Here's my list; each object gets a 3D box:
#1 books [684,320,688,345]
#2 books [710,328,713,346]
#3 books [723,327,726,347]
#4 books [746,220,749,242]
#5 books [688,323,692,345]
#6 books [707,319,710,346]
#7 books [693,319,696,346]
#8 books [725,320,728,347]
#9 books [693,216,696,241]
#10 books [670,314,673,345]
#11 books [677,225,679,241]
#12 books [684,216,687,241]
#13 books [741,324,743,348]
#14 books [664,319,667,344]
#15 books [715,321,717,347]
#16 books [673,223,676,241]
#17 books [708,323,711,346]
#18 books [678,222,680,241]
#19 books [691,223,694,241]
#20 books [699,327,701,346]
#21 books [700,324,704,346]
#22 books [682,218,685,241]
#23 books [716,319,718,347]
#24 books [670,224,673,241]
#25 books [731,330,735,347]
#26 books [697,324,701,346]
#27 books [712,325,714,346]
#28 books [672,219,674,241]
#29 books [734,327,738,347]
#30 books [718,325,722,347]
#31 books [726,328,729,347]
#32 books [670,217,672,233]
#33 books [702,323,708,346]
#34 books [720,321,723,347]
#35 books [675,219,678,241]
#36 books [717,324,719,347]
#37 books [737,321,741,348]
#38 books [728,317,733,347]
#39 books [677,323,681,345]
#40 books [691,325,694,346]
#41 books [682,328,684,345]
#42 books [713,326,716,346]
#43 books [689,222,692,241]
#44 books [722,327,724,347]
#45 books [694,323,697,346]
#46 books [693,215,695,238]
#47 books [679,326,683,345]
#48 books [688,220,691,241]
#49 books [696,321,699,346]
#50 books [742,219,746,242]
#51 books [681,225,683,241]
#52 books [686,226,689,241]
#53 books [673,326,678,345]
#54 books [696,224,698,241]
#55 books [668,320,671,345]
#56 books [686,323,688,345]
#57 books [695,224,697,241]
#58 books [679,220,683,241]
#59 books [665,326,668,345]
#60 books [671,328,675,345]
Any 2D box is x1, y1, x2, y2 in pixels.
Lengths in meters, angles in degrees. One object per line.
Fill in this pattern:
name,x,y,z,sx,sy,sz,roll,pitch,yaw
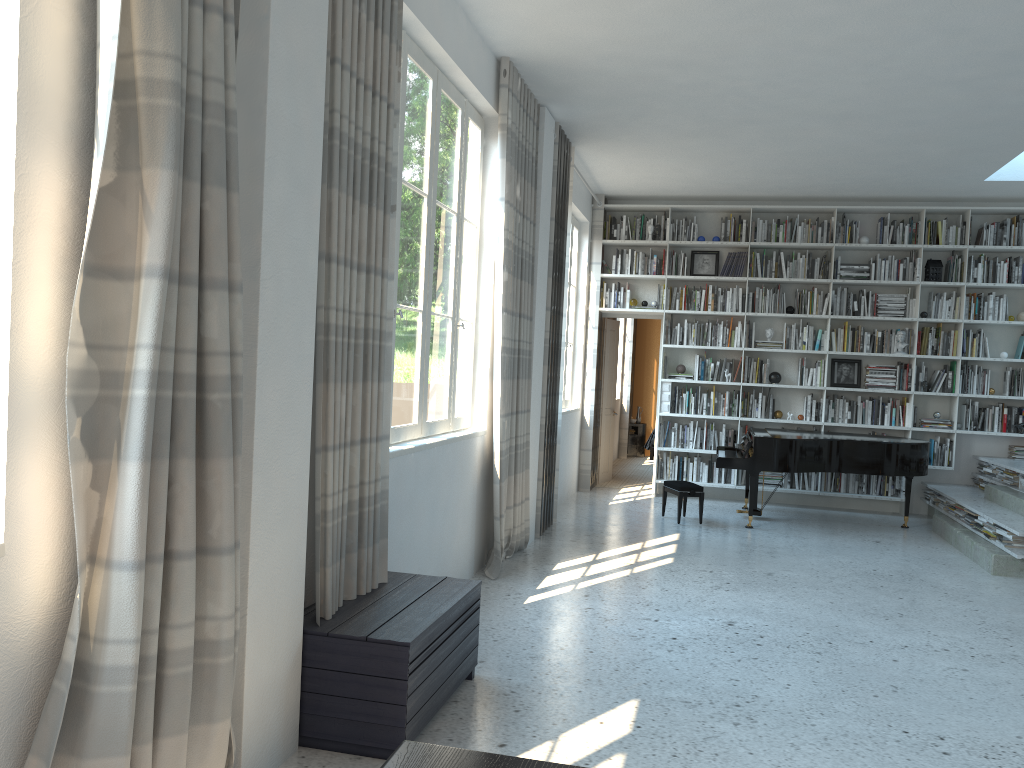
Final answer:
books,1.884,-0.554,9.625,0.023,0.281,0.174,3,2,13
books,2.154,-0.501,9.569,0.021,0.205,0.130,3,2,13
books,2.286,-0.502,9.541,0.021,0.221,0.148,3,2,13
books,2.513,-1.610,9.467,0.039,0.252,0.146,3,2,13
books,1.933,-0.532,9.630,0.049,0.243,0.139,3,2,13
books,2.117,-0.551,9.566,0.013,0.300,0.151,3,2,13
books,1.973,-0.555,9.598,0.011,0.293,0.183,3,2,13
books,2.306,-0.537,9.540,0.015,0.293,0.143,3,2,13
books,1.979,-1.659,9.598,0.015,0.293,0.130,3,2,13
books,1.733,-0.588,9.638,0.012,0.334,0.184,3,2,13
books,1.804,-1.618,9.632,0.017,0.194,0.129,3,2,13
books,1.878,-1.657,9.581,0.015,0.279,0.190,3,2,13
books,2.462,-0.511,9.499,0.036,0.257,0.123,3,2,13
books,1.678,-0.567,9.681,0.012,0.285,0.159,3,2,13
books,2.195,-0.533,9.552,0.012,0.272,0.145,3,2,13
books,1.767,-1.628,9.634,0.032,0.210,0.158,3,2,13
books,2.135,-0.528,9.573,0.021,0.256,0.156,3,2,13
books,1.816,-1.633,9.612,0.013,0.225,0.177,3,2,13
books,1.945,-1.620,9.574,0.021,0.214,0.173,3,2,13
books,2.040,-0.507,9.604,0.010,0.204,0.139,3,2,13
books,2.052,-0.525,9.582,0.023,0.242,0.184,3,2,13
books,1.859,-1.649,9.602,0.016,0.261,0.154,3,2,13
books,2.211,-0.548,9.564,0.011,0.304,0.129,3,2,13
books,1.735,-1.627,9.636,0.017,0.204,0.142,3,2,13
books,2.370,-0.479,9.515,0.030,0.183,0.151,3,2,13
books,2.018,-0.525,9.581,0.024,0.237,0.166,3,2,13
books,2.168,-0.513,9.551,0.013,0.229,0.177,3,2,13
books,1.749,-1.654,9.638,0.007,0.259,0.156,3,2,13
books,2.400,-0.497,9.508,0.031,0.223,0.144,3,2,13
books,2.240,-0.516,9.562,0.028,0.242,0.131,3,2,13
books,2.314,-0.492,9.524,0.013,0.203,0.161,3,2,13
books,1.727,-1.668,9.645,0.007,0.285,0.159,3,2,13
books,2.091,-0.531,9.591,0.048,0.256,0.141,3,2,13
books,2.255,-0.531,9.529,0.015,0.275,0.157,3,2,13
books,1.788,-1.647,9.621,0.012,0.249,0.180,3,2,13
books,2.219,-0.522,9.557,0.011,0.252,0.139,3,2,13
books,2.431,-0.527,9.505,0.027,0.286,0.148,3,2,13
books,2.341,-0.552,9.517,0.035,0.326,0.170,3,2,13
books,1.811,-0.535,9.630,0.022,0.235,0.177,3,2,13
books,1.959,-0.524,9.604,0.014,0.230,0.148,3,2,13
books,1.866,-0.509,9.653,0.021,0.188,0.129,3,2,13
books,2.183,-0.511,9.560,0.013,0.228,0.151,3,2,13
books,1.930,-1.624,9.584,0.013,0.220,0.181,3,2,13
books,2.269,-0.502,9.540,0.012,0.217,0.160,3,2,13
books,1.985,-0.531,9.587,0.021,0.247,0.189,3,2,13
books,1.966,-1.664,9.589,0.007,0.301,0.145,3,2,13
books,1.832,-0.517,9.615,0.028,0.204,0.188,3,2,13
books,1.921,-1.642,9.596,0.013,0.253,0.129,3,2,13
books,2.005,-0.542,9.601,0.011,0.271,0.157,3,2,13
books,2.474,-1.613,9.461,0.031,0.254,0.178,3,2,13
books,1.846,-1.615,9.619,0.014,0.192,0.146,3,2,13
books,1.899,-1.607,9.596,0.026,0.182,0.161,3,2,13
books,1.783,-0.523,9.654,0.042,0.209,0.143,3,2,13
books,2.002,-1.616,9.586,0.013,0.210,0.136,3,2,13
books,1.713,-0.555,9.647,0.027,0.266,0.176,3,2,13
books,1.898,-0.535,9.613,0.011,0.246,0.176,3,2,13
books,1.986,-1.613,9.580,0.014,0.202,0.170,3,2,13
books,1.831,-1.641,9.613,0.016,0.243,0.156,3,2,13
books,1.693,-0.528,9.669,0.026,0.209,0.155,3,2,13
books,1.755,-0.511,9.642,0.037,0.182,0.189,3,2,13
